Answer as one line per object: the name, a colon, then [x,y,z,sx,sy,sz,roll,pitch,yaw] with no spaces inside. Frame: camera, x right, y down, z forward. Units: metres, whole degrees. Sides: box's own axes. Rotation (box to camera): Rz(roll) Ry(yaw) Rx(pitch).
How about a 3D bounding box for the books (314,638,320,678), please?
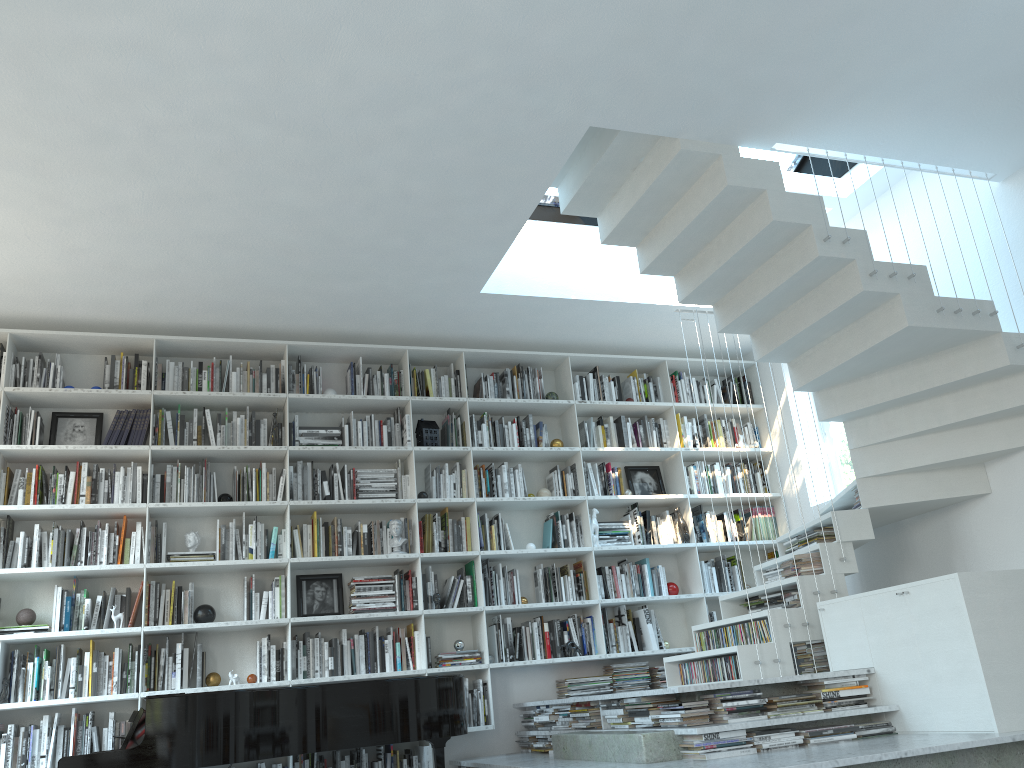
books: [-1.245,1.744,5.614,0.027,0.244,0.180,1,-21,-20]

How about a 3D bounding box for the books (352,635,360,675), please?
books: [-1.010,1.755,5.723,0.025,0.253,0.137,1,-21,-20]

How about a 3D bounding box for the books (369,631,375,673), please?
books: [-0.919,1.743,5.730,0.028,0.263,0.162,1,-21,-20]

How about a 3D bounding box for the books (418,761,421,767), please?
books: [-0.599,2.469,5.577,0.023,0.181,0.149,1,-21,-20]

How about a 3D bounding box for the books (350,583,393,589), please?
books: [-0.934,1.342,5.891,0.254,0.012,0.161,3,-22,-23]

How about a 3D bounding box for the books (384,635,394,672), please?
books: [-0.805,1.761,5.766,0.023,0.233,0.175,1,-21,-20]

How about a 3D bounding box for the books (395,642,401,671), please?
books: [-0.753,1.785,5.771,0.023,0.182,0.169,1,-21,-20]

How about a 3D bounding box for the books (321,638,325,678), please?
books: [-1.215,1.751,5.640,0.021,0.243,0.142,1,-21,-20]

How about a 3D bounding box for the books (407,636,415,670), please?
books: [-0.665,1.772,5.810,0.011,0.215,0.166,1,-21,-20]

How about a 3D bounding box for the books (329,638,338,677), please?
books: [-1.136,1.749,5.647,0.029,0.237,0.166,1,-21,-20]

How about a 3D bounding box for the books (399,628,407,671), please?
books: [-0.728,1.748,5.808,0.026,0.271,0.175,1,-21,-20]

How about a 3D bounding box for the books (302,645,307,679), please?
books: [-1.317,1.761,5.588,0.024,0.207,0.170,1,-21,-20]

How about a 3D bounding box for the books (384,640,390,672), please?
books: [-0.826,1.774,5.754,0.023,0.203,0.168,1,-21,-20]

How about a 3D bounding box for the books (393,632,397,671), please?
books: [-0.782,1.759,5.798,0.014,0.255,0.145,1,-21,-20]

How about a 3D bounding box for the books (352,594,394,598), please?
books: [-0.927,1.410,5.865,0.254,0.012,0.161,4,-22,-24]

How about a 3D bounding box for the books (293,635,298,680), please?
books: [-1.362,1.728,5.583,0.011,0.274,0.146,1,-21,-20]

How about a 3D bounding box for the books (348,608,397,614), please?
books: [-0.918,1.499,5.833,0.285,0.012,0.160,4,-22,-24]

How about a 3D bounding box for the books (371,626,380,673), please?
books: [-0.884,1.731,5.753,0.012,0.295,0.178,1,-21,-20]

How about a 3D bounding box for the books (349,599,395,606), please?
books: [-0.926,1.447,5.861,0.285,0.012,0.160,1,-21,-19]

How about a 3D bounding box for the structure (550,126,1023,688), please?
structure: [1.428,0.257,5.133,2.614,3.369,1.961,2,-21,-20]

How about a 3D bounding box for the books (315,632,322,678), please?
books: [-1.227,1.726,5.624,0.013,0.281,0.167,1,-21,-20]

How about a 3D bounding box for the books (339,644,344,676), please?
books: [-1.097,1.769,5.652,0.023,0.195,0.165,1,-21,-20]

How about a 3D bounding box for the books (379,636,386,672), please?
books: [-0.849,1.764,5.763,0.014,0.234,0.154,1,-21,-20]

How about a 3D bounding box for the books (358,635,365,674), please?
books: [-0.977,1.750,5.706,0.026,0.244,0.192,1,-21,-20]

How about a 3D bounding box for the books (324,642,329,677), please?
books: [-1.186,1.756,5.623,0.023,0.216,0.175,1,-21,-20]

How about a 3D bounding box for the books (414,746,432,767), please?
books: [-0.552,2.405,5.541,0.038,0.268,0.278,1,-21,-20]

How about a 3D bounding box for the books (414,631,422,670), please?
books: [-0.633,1.758,5.821,0.033,0.245,0.177,1,-21,-20]

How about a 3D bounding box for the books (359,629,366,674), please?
books: [-0.968,1.740,5.741,0.014,0.285,0.135,1,-21,-20]

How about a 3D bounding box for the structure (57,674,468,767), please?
structure: [-1.085,1.924,4.341,1.918,0.829,1.339,2,-21,-20]

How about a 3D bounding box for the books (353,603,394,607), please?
books: [-0.922,1.465,5.845,0.254,0.012,0.161,4,-22,-24]

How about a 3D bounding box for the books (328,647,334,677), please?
books: [-1.159,1.771,5.623,0.029,0.183,0.175,1,-21,-20]

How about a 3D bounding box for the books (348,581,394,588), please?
books: [-0.937,1.333,5.899,0.285,0.012,0.160,1,-21,-18]

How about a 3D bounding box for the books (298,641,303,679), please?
books: [-1.339,1.744,5.573,0.027,0.233,0.168,1,-21,-20]

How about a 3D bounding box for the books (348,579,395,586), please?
books: [-0.936,1.319,5.896,0.285,0.012,0.160,4,-22,-24]

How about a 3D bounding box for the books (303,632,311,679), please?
books: [-1.303,1.730,5.625,0.027,0.289,0.141,1,-21,-20]

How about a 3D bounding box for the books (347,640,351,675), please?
books: [-1.058,1.767,5.692,0.025,0.219,0.140,1,-21,-20]

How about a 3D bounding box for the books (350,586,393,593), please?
books: [-0.932,1.365,5.883,0.254,0.012,0.161,3,-22,-23]

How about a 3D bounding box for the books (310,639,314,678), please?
books: [-1.275,1.748,5.622,0.024,0.246,0.132,1,-21,-20]

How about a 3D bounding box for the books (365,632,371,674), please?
books: [-0.939,1.747,5.729,0.010,0.260,0.182,1,-21,-20]

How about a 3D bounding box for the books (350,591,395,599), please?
books: [-0.927,1.399,5.868,0.285,0.012,0.160,0,-21,-15]

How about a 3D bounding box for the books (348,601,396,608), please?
books: [-0.926,1.459,5.859,0.285,0.012,0.160,2,-21,-20]

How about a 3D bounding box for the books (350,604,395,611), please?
books: [-0.920,1.477,5.841,0.285,0.012,0.160,0,-21,-15]

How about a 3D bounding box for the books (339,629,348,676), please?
books: [-1.082,1.730,5.687,0.026,0.290,0.152,1,-21,-20]

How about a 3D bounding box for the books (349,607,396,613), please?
books: [-0.922,1.491,5.845,0.285,0.012,0.160,2,-21,-21]

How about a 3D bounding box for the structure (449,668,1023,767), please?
structure: [1.335,1.973,4.868,2.899,0.656,3.124,2,-21,-20]

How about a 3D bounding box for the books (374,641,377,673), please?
books: [-0.898,1.778,5.741,0.021,0.202,0.129,1,-21,-20]

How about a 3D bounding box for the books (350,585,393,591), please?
books: [-0.934,1.355,5.889,0.254,0.012,0.161,3,-21,-22]

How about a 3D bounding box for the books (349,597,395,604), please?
books: [-0.927,1.435,5.863,0.285,0.012,0.160,1,-21,-18]

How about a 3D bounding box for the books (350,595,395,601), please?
books: [-0.926,1.421,5.860,0.285,0.012,0.160,0,-21,-15]

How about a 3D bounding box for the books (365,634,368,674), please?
books: [-0.952,1.755,5.734,0.011,0.250,0.159,1,-21,-20]

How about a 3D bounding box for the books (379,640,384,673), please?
books: [-0.862,1.772,5.742,0.024,0.206,0.184,1,-21,-20]

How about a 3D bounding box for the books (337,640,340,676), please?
books: [-1.119,1.757,5.662,0.013,0.229,0.139,1,-21,-20]

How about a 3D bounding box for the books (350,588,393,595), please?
books: [-0.932,1.378,5.881,0.254,0.012,0.161,3,-21,-22]

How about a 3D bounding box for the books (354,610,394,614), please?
books: [-0.919,1.513,5.835,0.254,0.012,0.161,1,-21,-18]

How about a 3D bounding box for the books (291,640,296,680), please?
books: [-1.382,1.745,5.577,0.029,0.243,0.154,1,-21,-20]

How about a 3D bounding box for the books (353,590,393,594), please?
books: [-0.930,1.389,5.877,0.254,0.012,0.161,1,-21,-17]

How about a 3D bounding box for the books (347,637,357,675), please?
books: [-1.031,1.757,5.697,0.031,0.236,0.159,1,-21,-20]

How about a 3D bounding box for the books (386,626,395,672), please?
books: [-0.794,1.738,5.793,0.014,0.292,0.138,1,-21,-20]

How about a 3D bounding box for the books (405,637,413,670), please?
books: [-0.689,1.773,5.800,0.042,0.211,0.169,1,-21,-20]

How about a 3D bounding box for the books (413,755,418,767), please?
books: [-0.621,2.447,5.563,0.029,0.217,0.191,1,-21,-20]
